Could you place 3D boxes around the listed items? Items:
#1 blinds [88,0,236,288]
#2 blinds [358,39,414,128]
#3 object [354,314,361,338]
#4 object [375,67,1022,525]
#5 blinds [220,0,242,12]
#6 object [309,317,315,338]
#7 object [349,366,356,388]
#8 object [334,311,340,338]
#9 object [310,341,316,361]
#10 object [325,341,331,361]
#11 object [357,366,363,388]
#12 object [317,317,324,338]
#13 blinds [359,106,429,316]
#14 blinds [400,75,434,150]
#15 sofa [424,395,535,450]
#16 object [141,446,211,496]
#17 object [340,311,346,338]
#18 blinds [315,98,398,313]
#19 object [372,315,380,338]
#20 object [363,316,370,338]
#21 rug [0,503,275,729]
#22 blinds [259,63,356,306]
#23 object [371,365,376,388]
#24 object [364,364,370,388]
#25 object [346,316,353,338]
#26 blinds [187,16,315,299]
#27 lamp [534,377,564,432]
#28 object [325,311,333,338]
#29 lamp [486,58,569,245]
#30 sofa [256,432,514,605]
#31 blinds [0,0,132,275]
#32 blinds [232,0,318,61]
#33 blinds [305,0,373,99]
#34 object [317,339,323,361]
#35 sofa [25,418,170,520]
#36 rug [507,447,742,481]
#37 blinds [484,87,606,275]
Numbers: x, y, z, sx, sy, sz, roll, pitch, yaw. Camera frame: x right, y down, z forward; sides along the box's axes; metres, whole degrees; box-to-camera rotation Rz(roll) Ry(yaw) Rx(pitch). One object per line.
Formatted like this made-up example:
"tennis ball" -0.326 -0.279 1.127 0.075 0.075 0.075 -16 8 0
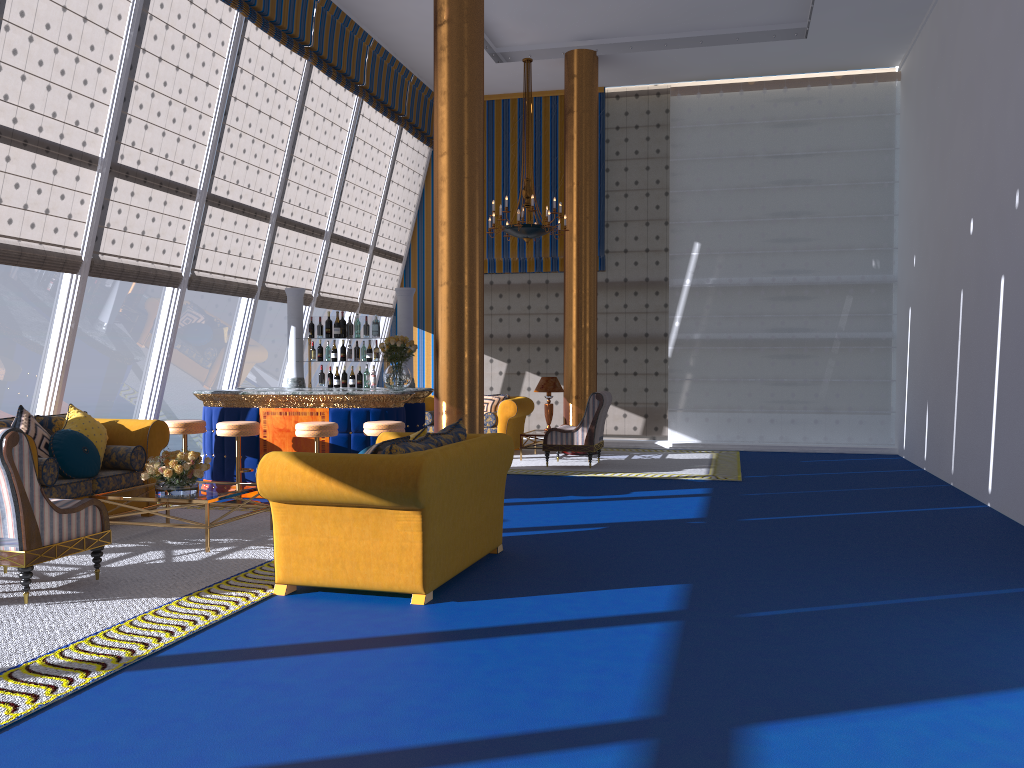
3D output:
"blinds" -3.364 -2.712 8.786 0.870 3.395 1.371 1 2 14
"blinds" -1.862 -4.326 12.926 0.337 0.830 1.531 1 1 14
"object" -1.726 -0.649 9.913 0.068 0.271 0.070 1 2 25
"object" -0.212 -7.013 6.824 62.829 33.613 63.698 1 1 20
"blinds" -3.022 -4.233 8.426 0.337 0.830 1.531 1 1 14
"object" -2.267 -0.641 10.037 0.065 0.244 0.066 1 2 18
"object" -1.795 -0.081 9.975 0.068 0.244 0.068 0 2 -5
"object" -1.956 -0.664 9.947 0.085 0.303 0.085 0 2 8
"object" -2.237 -0.368 9.971 0.066 0.225 0.065 0 2 -17
"object" -2.068 -0.371 9.972 0.059 0.230 0.058 -1 2 -27
"object" -1.711 -0.077 9.977 0.065 0.244 0.065 0 2 -5
"object" -2.175 -0.642 10.059 0.073 0.246 0.072 -1 2 -27
"blinds" -1.852 -2.833 14.652 0.870 3.395 1.371 1 2 14
"blinds" -1.475 -4.357 14.428 0.337 0.830 1.531 1 1 14
"sofa" -0.668 0.615 13.535 1.837 0.854 1.016 0 2 15
"object" -2.507 0.654 6.658 0.455 0.388 0.502 0 1 -5
"object" -1.902 -0.666 9.960 0.080 0.303 0.082 1 2 31
"blinds" -2.224 -2.804 13.208 0.870 3.395 1.371 1 2 14
"object" -1.524 -0.647 9.946 0.092 0.259 0.091 0 2 -3
"object" -1.629 -0.638 9.930 0.073 0.246 0.072 -1 2 -27
"rug" -3.145 1.202 5.356 3.575 0.010 6.285 0 1 14
"blinds" -2.611 -2.773 11.706 0.870 3.395 1.371 1 2 14
"object" -1.557 -0.083 9.983 0.061 0.258 0.061 1 2 14
"object" -1.634 -0.088 9.991 0.069 0.269 0.068 -1 2 -25
"object" -1.819 -0.635 9.942 0.077 0.248 0.075 -1 2 -22
"blinds" -2.980 -2.743 10.275 0.870 3.395 1.371 1 2 14
"lamp" 0.533 0.290 12.761 0.446 0.783 0.446 0 2 -1
"object" -2.059 -0.665 9.972 0.081 0.303 0.082 1 2 20
"lamp" 0.202 -3.034 11.637 1.063 2.422 1.055 0 2 -9
"sofa" -0.712 0.780 5.716 1.006 0.854 1.857 0 1 16
"blinds" -3.740 -2.682 7.328 0.870 3.395 1.371 1 2 14
"blinds" -2.635 -4.264 9.927 0.337 0.830 1.531 1 1 14
"blinds" -2.248 -4.295 11.429 0.337 0.830 1.531 1 1 14
"object" -2.157 -0.379 9.979 0.065 0.244 0.065 0 2 -5
"sofa" -3.756 0.732 7.153 0.996 0.854 1.854 0 1 14
"rug" 0.036 1.055 12.597 6.227 0.011 3.609 0 1 13
"blinds" 0.238 -3.338 14.794 2.648 2.991 0.152 0 2 13
